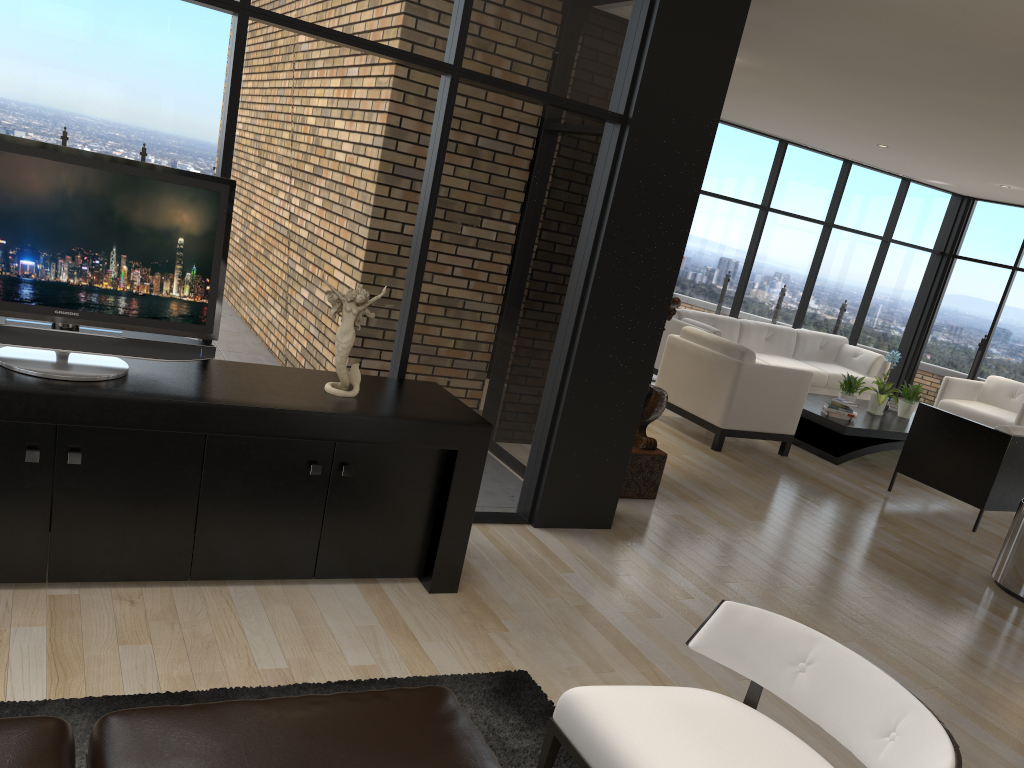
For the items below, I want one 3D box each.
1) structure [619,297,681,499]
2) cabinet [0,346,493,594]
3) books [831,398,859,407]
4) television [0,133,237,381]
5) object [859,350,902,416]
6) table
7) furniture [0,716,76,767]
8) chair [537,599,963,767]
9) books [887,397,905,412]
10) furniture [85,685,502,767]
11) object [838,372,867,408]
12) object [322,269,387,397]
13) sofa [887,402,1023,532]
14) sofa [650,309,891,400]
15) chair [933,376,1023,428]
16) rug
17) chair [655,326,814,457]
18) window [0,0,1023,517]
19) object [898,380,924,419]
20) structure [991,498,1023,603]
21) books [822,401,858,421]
[{"bbox_3d":[0.688,-0.160,5.484,0.518,1.632,0.712,3,18,-28],"label":"structure"},{"bbox_3d":[-1.614,0.290,3.099,3.048,0.758,0.605,6,16,-29],"label":"cabinet"},{"bbox_3d":[2.967,0.165,7.861,0.155,0.027,0.180,3,15,-38],"label":"books"},{"bbox_3d":[-1.449,-0.406,2.906,0.936,0.728,0.397,10,16,-11],"label":"television"},{"bbox_3d":[3.586,-0.011,8.447,0.357,0.646,0.360,10,16,-10],"label":"object"},{"bbox_3d":[3.416,0.451,8.558,2.038,0.360,1.232,6,14,-29],"label":"table"},{"bbox_3d":[-1.117,0.923,1.330,0.830,0.495,0.806,5,15,-29],"label":"furniture"},{"bbox_3d":[0.581,1.016,2.200,0.686,0.691,0.784,5,16,-29],"label":"chair"},{"bbox_3d":[4.003,0.212,9.097,0.220,0.129,0.305,20,14,28],"label":"books"},{"bbox_3d":[-0.372,1.002,1.740,0.830,0.495,0.806,5,15,-29],"label":"furniture"},{"bbox_3d":[3.172,0.068,8.307,0.281,0.379,0.212,19,17,23],"label":"object"},{"bbox_3d":[-0.619,-0.181,3.363,0.257,0.470,0.102,4,18,-27],"label":"object"},{"bbox_3d":[4.173,0.679,7.177,2.038,0.823,0.816,6,16,-29],"label":"sofa"},{"bbox_3d":[2.862,-0.189,9.694,2.703,0.876,0.832,6,16,-29],"label":"sofa"},{"bbox_3d":[5.175,0.388,9.436,0.857,0.876,0.975,5,16,-29],"label":"chair"},{"bbox_3d":[-0.766,1.232,1.434,3.043,0.012,2.418,6,14,-28],"label":"rug"},{"bbox_3d":[1.887,0.037,7.634,0.857,0.876,0.975,5,16,-29],"label":"chair"},{"bbox_3d":[2.180,-1.105,3.467,15.881,4.901,9.902,2,17,-41],"label":"window"},{"bbox_3d":[3.918,0.150,8.703,0.279,0.379,0.214,24,19,37],"label":"object"},{"bbox_3d":[3.568,0.018,4.812,0.586,2.808,0.871,-2,21,-40],"label":"structure"},{"bbox_3d":[2.936,0.234,7.889,0.306,0.129,0.219,15,13,9],"label":"books"}]
